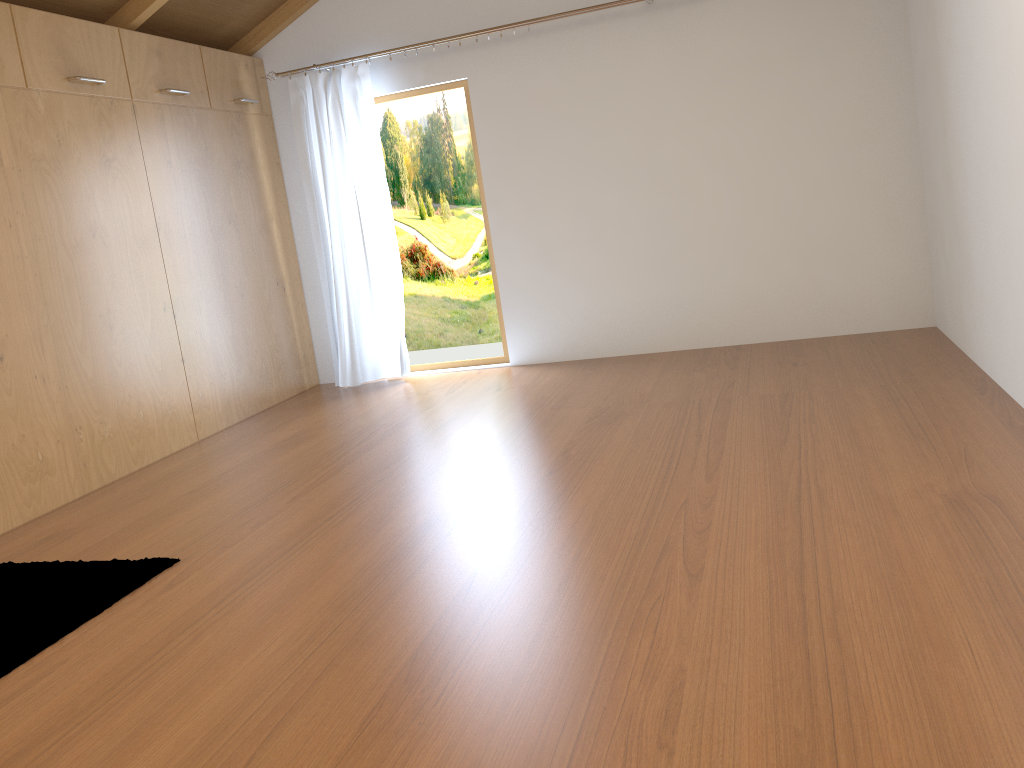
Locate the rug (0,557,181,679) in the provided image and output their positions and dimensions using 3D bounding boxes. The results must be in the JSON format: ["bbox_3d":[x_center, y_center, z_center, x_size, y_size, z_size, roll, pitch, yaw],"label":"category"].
[{"bbox_3d":[-2.043,1.046,1.284,0.914,0.011,3.772,-5,12,17],"label":"rug"}]

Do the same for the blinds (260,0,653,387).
[{"bbox_3d":[-0.072,-1.095,5.339,2.841,2.017,0.236,-6,7,16],"label":"blinds"}]

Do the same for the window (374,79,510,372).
[{"bbox_3d":[-0.539,-0.973,5.672,0.872,1.769,0.026,-6,7,17],"label":"window"}]
